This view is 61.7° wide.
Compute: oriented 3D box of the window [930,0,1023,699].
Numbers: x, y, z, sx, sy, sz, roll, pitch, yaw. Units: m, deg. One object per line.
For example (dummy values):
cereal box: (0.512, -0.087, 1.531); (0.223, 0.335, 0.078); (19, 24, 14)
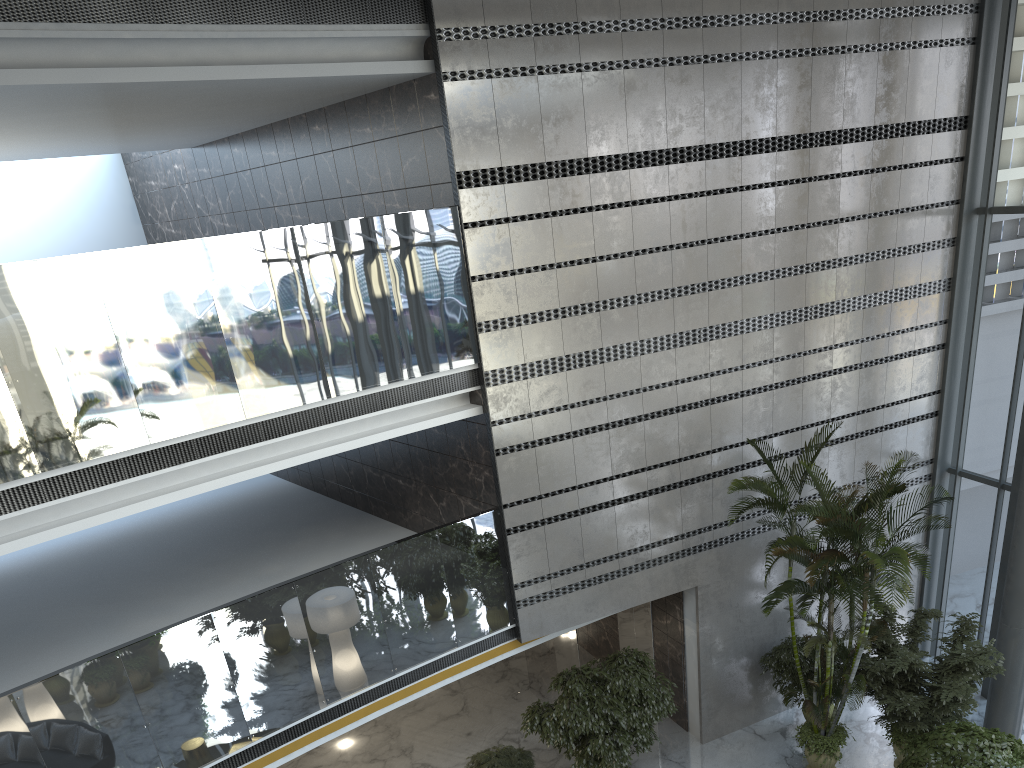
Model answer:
window: (0.745, 1.423, 4.885); (18.496, 11.211, 12.332); (-9, 18, -7)

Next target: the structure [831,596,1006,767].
structure: (5.114, 3.902, 10.821); (1.802, 2.549, 1.733); (-21, 25, -33)

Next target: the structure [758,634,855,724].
structure: (4.155, 4.179, 11.977); (1.372, 1.718, 1.036); (0, 22, 19)

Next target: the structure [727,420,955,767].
structure: (3.809, 2.844, 10.344); (2.426, 5.167, 2.281); (-13, 23, -13)

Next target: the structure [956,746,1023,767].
structure: (4.860, 4.606, 8.712); (1.369, 2.184, 1.123); (-5, 22, 5)

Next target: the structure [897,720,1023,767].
structure: (5.029, 4.576, 9.620); (1.379, 1.790, 1.496); (8, 24, 35)

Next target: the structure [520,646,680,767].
structure: (1.180, 4.486, 11.117); (2.007, 2.196, 1.480); (-4, 21, 9)

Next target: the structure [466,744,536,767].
structure: (-0.118, 5.104, 10.694); (1.163, 1.476, 1.086); (-10, 20, -8)
